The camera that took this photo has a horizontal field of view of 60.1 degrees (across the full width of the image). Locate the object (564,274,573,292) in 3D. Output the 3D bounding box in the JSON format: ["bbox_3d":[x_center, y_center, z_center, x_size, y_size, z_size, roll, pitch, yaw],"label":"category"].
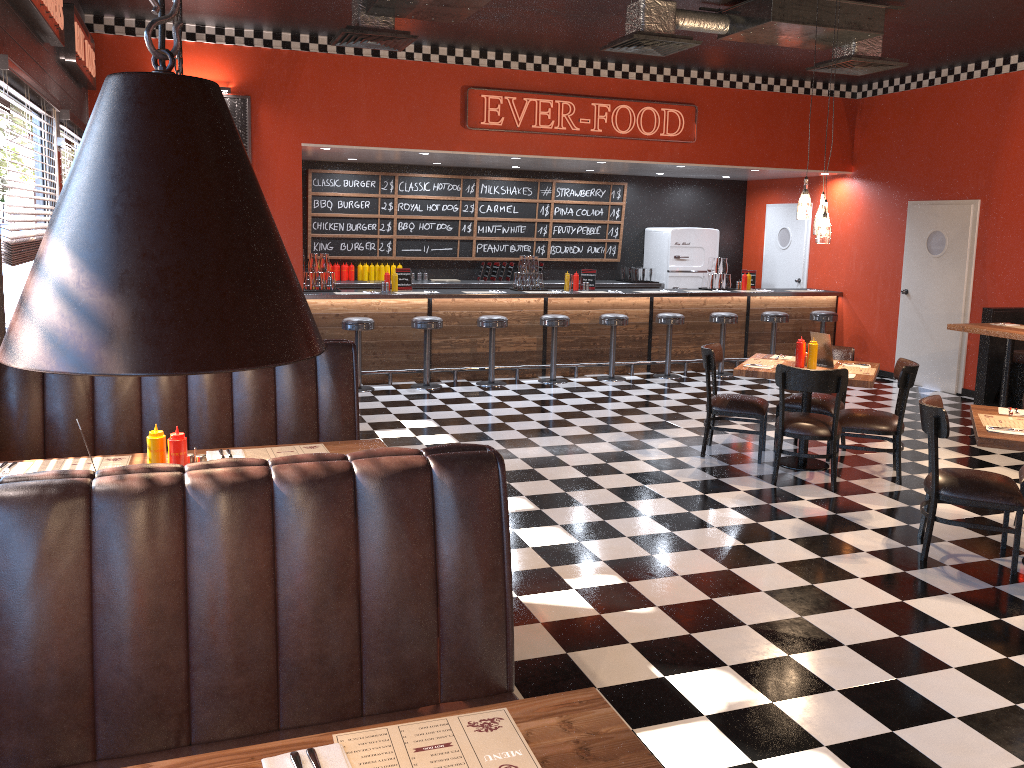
[{"bbox_3d":[0.681,-1.230,10.759,0.105,0.207,0.106,5,9,25],"label":"object"}]

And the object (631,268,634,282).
[{"bbox_3d":[1.767,-1.569,12.777,0.105,0.207,0.106,5,9,25],"label":"object"}]

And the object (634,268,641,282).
[{"bbox_3d":[1.793,-1.549,12.672,0.105,0.207,0.106,5,9,25],"label":"object"}]

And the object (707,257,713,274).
[{"bbox_3d":[2.629,-1.563,11.681,0.105,0.207,0.106,5,9,25],"label":"object"}]

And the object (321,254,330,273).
[{"bbox_3d":[-2.079,-1.347,9.870,0.105,0.207,0.106,-4,10,-35],"label":"object"}]

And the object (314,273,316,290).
[{"bbox_3d":[-2.184,-1.158,9.978,0.105,0.207,0.106,-4,10,-35],"label":"object"}]

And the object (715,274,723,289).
[{"bbox_3d":[2.717,-1.342,11.636,0.105,0.207,0.106,5,9,25],"label":"object"}]

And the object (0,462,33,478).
[{"bbox_3d":[-2.011,0.341,3.502,0.157,0.019,0.257,-1,11,-14],"label":"object"}]

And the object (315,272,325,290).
[{"bbox_3d":[-2.140,-1.139,9.879,0.105,0.207,0.106,-4,10,-35],"label":"object"}]

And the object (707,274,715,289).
[{"bbox_3d":[2.611,-1.339,11.608,0.105,0.207,0.106,5,9,25],"label":"object"}]

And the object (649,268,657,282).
[{"bbox_3d":[2.027,-1.558,12.753,0.105,0.207,0.106,5,9,25],"label":"object"}]

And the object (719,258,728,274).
[{"bbox_3d":[2.778,-1.549,11.626,0.105,0.207,0.106,5,9,25],"label":"object"}]

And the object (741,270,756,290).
[{"bbox_3d":[3.170,-1.397,11.875,0.188,0.255,0.073,4,8,15],"label":"object"}]

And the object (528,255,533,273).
[{"bbox_3d":[0.234,-1.465,10.824,0.105,0.207,0.106,5,9,25],"label":"object"}]

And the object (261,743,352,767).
[{"bbox_3d":[-0.356,0.725,1.597,0.157,0.019,0.256,-3,11,-24],"label":"object"}]

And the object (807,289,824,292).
[{"bbox_3d":[4.076,-1.263,11.919,0.157,0.019,0.257,0,10,-10],"label":"object"}]

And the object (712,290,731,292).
[{"bbox_3d":[2.680,-1.200,11.385,0.157,0.019,0.256,-3,11,-24],"label":"object"}]

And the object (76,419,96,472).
[{"bbox_3d":[-1.563,0.271,3.285,0.072,0.255,0.189,-3,10,-30],"label":"object"}]

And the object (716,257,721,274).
[{"bbox_3d":[2.735,-1.569,11.729,0.105,0.207,0.106,5,9,25],"label":"object"}]

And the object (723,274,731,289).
[{"bbox_3d":[2.835,-1.345,11.670,0.105,0.207,0.106,5,9,25],"label":"object"}]

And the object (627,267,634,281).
[{"bbox_3d":[1.736,-1.607,12.983,0.105,0.207,0.106,5,9,25],"label":"object"}]

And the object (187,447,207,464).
[{"bbox_3d":[-1.228,0.312,3.440,0.094,0.135,0.047,2,8,5],"label":"object"}]

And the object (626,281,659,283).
[{"bbox_3d":[1.882,-1.474,12.798,0.437,0.018,0.274,-2,11,-20],"label":"object"}]

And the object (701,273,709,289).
[{"bbox_3d":[2.560,-1.358,11.707,0.105,0.207,0.106,5,9,25],"label":"object"}]

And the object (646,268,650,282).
[{"bbox_3d":[1.981,-1.578,12.857,0.105,0.207,0.106,5,9,25],"label":"object"}]

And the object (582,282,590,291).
[{"bbox_3d":[0.909,-1.212,10.900,0.094,0.135,0.047,6,9,30],"label":"object"}]

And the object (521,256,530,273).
[{"bbox_3d":[0.163,-1.443,10.693,0.105,0.207,0.106,5,9,25],"label":"object"}]

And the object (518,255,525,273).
[{"bbox_3d":[0.128,-1.458,10.776,0.105,0.207,0.106,5,9,25],"label":"object"}]

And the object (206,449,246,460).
[{"bbox_3d":[-1.220,0.310,3.782,0.157,0.019,0.256,-3,11,-21],"label":"object"}]

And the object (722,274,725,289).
[{"bbox_3d":[2.784,-1.365,11.776,0.105,0.207,0.106,5,9,25],"label":"object"}]

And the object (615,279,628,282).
[{"bbox_3d":[1.771,-1.527,13.077,0.437,0.018,0.274,-2,11,-20],"label":"object"}]

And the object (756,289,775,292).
[{"bbox_3d":[3.313,-1.231,11.643,0.157,0.019,0.256,-3,11,-25],"label":"object"}]

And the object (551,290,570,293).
[{"bbox_3d":[0.575,-1.109,10.607,0.157,0.019,0.256,-3,11,-24],"label":"object"}]

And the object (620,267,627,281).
[{"bbox_3d":[1.640,-1.623,13.060,0.105,0.207,0.106,5,9,25],"label":"object"}]

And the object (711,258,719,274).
[{"bbox_3d":[2.664,-1.547,11.597,0.105,0.207,0.106,5,9,25],"label":"object"}]

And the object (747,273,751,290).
[{"bbox_3d":[3.133,-1.364,11.740,0.068,0.236,0.068,8,10,39],"label":"object"}]

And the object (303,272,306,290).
[{"bbox_3d":[-2.297,-1.156,9.950,0.105,0.207,0.106,-4,10,-35],"label":"object"}]

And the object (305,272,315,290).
[{"bbox_3d":[-2.246,-1.137,9.851,0.105,0.207,0.106,-4,10,-35],"label":"object"}]

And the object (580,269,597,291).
[{"bbox_3d":[0.946,-1.290,10.992,0.188,0.255,0.073,4,8,15],"label":"object"}]

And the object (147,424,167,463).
[{"bbox_3d":[-1.353,0.269,3.376,0.068,0.236,0.068,2,8,3],"label":"object"}]

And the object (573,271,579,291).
[{"bbox_3d":[0.789,-1.272,10.924,0.068,0.236,0.068,0,8,-7],"label":"object"}]

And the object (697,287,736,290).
[{"bbox_3d":[2.709,-1.258,11.710,0.437,0.018,0.274,-2,11,-20],"label":"object"}]

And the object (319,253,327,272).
[{"bbox_3d":[-2.122,-1.367,9.972,0.105,0.207,0.106,-4,10,-35],"label":"object"}]

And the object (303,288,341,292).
[{"bbox_3d":[-2.148,-1.055,9.953,0.437,0.018,0.274,-2,11,-20],"label":"object"}]

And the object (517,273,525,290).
[{"bbox_3d":[0.110,-1.235,10.703,0.105,0.207,0.106,5,9,25],"label":"object"}]

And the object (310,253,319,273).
[{"bbox_3d":[-2.193,-1.344,9.841,0.105,0.207,0.106,-4,10,-35],"label":"object"}]

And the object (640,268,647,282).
[{"bbox_3d":[1.889,-1.562,12.758,0.105,0.207,0.106,5,9,25],"label":"object"}]

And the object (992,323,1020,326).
[{"bbox_3d":[4.410,-0.538,7.951,0.255,0.019,0.158,-3,11,-23],"label":"object"}]

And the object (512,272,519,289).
[{"bbox_3d":[0.060,-1.254,10.802,0.105,0.207,0.106,5,9,25],"label":"object"}]

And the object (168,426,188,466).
[{"bbox_3d":[-1.264,0.275,3.350,0.068,0.236,0.068,2,8,3],"label":"object"}]

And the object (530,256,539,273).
[{"bbox_3d":[0.277,-1.445,10.722,0.105,0.207,0.106,5,9,25],"label":"object"}]

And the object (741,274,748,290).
[{"bbox_3d":[3.065,-1.354,11.675,0.068,0.236,0.068,3,8,11],"label":"object"}]

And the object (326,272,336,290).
[{"bbox_3d":[-2.022,-1.143,9.913,0.105,0.207,0.106,-4,10,-35],"label":"object"}]

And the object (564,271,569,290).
[{"bbox_3d":[0.679,-1.274,10.919,0.068,0.236,0.068,0,8,-7],"label":"object"}]

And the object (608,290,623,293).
[{"bbox_3d":[1.264,-1.133,10.829,0.157,0.019,0.257,1,10,-4],"label":"object"}]

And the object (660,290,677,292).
[{"bbox_3d":[1.958,-1.169,11.119,0.157,0.019,0.256,-2,11,-19],"label":"object"}]

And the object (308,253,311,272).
[{"bbox_3d":[-2.228,-1.360,9.924,0.105,0.207,0.106,-4,10,-35],"label":"object"}]

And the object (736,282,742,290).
[{"bbox_3d":[3.016,-1.319,11.766,0.094,0.135,0.047,-3,9,-25],"label":"object"}]
